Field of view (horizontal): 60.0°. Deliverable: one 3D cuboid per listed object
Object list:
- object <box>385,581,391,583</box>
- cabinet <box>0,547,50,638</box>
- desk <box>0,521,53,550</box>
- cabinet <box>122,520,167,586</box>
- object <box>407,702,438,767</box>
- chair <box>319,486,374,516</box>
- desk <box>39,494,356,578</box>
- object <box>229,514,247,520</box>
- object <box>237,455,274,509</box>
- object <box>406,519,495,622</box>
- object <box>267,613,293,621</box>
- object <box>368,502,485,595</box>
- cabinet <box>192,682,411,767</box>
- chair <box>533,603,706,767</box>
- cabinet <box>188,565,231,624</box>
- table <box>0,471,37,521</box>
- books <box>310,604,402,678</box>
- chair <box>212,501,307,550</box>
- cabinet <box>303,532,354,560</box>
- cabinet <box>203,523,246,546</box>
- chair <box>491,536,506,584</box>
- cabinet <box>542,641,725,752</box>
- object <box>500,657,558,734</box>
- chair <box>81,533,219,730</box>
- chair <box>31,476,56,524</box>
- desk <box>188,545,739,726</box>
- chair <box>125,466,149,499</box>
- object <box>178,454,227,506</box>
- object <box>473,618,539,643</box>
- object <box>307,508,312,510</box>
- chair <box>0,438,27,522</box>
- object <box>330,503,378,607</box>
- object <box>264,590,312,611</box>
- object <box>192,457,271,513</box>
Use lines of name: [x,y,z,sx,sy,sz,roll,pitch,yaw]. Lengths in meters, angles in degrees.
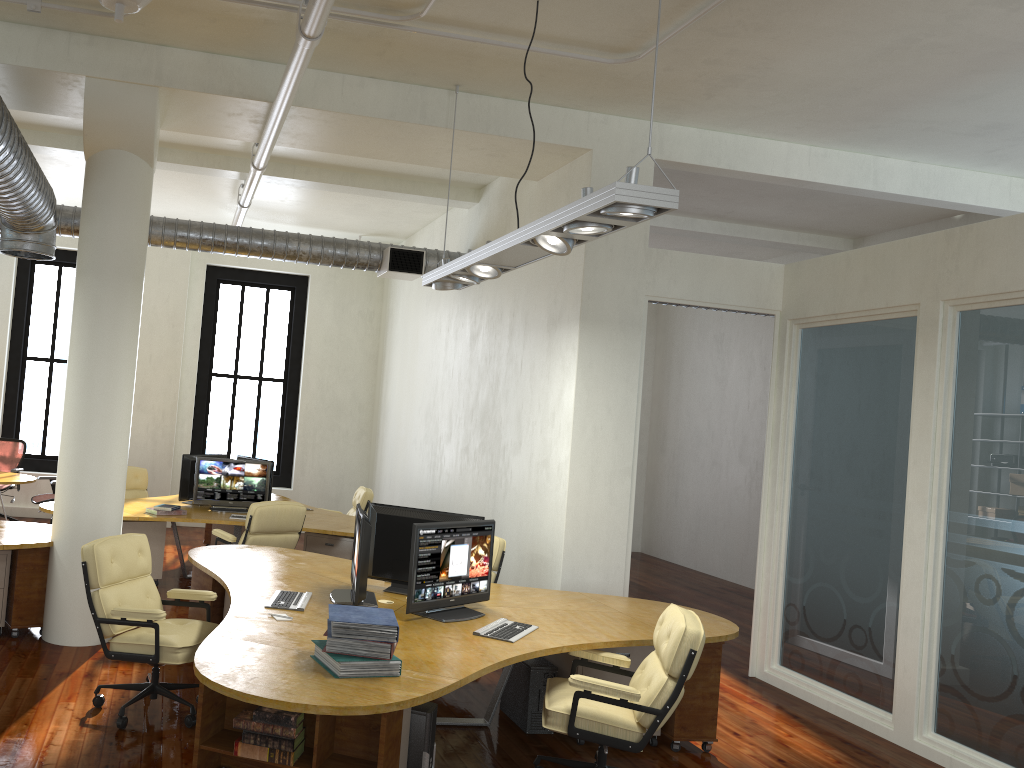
object: [-0.627,1.384,6.168,0.504,0.016,0.216,4,-3,17]
cabinet: [-4.116,1.524,6.872,0.807,0.708,0.970,6,-3,-39]
desk: [-5.554,1.358,6.297,3.777,0.734,3.597,4,-3,22]
cabinet: [-4.040,1.628,8.913,0.805,0.708,0.972,7,-3,-41]
object: [-0.646,1.853,4.618,0.508,0.411,0.170,4,-2,17]
chair: [-2.091,1.711,10.555,0.759,1.020,0.738,5,-2,-11]
desk: [-3.140,1.741,10.111,3.793,0.734,3.600,5,-3,-10]
object: [-2.606,1.353,8.946,0.473,0.016,0.231,5,-3,-3]
object: [-2.918,1.109,10.012,0.264,0.552,0.888,6,-3,-42]
object: [-0.347,1.095,5.276,0.320,0.552,0.730,3,-3,38]
object: [-1.267,1.269,4.845,0.102,0.015,0.145,6,-3,-29]
object: [-0.591,1.103,5.853,0.866,0.552,0.270,4,-2,22]
cabinet: [-0.904,1.660,4.164,0.935,0.708,0.842,4,-2,14]
chair: [0.530,1.643,4.610,0.812,1.020,0.689,4,-2,9]
cabinet: [-1.807,1.703,6.611,0.979,0.708,0.799,2,-3,44]
table: [-6.633,1.488,10.862,1.547,0.744,1.420,4,-3,10]
books: [-0.712,1.171,4.052,0.412,0.227,0.464,5,-3,-5]
chair: [-2.435,1.579,8.409,0.859,1.020,0.647,2,-3,44]
cabinet: [-1.614,1.838,9.107,0.952,0.708,0.826,4,-2,19]
cabinet: [-3.428,1.786,11.151,0.861,0.708,0.916,5,-2,-11]
chair: [-0.545,1.672,7.065,0.789,1.020,0.704,2,-3,44]
cabinet: [0.686,1.868,5.741,0.851,0.708,0.926,5,-2,-16]
object: [0.098,1.968,5.734,0.171,0.411,0.504,5,-2,-20]
chair: [-2.159,1.455,5.341,0.824,1.020,0.679,4,-2,14]
chair: [-7.822,1.073,8.546,1.042,1.157,7.157,3,-3,42]
desk: [-0.984,1.714,5.803,3.856,0.734,3.509,2,-4,44]
chair: [-4.516,1.505,10.470,0.649,1.020,0.857,6,-3,-41]
object: [-3.460,1.060,9.933,0.314,0.552,0.747,4,-3,21]
object: [-0.028,1.376,4.969,0.247,0.016,0.439,4,-3,22]
object: [-2.517,1.425,10.298,0.209,0.016,0.520,7,-3,-38]
chair: [-6.828,1.313,11.834,0.714,1.157,0.773,5,-2,-8]
object: [-0.965,1.055,5.505,0.285,0.552,0.823,5,-2,-10]
object: [-1.326,1.284,5.283,0.229,0.016,0.476,5,-3,-5]
object: [-2.981,1.077,9.449,0.764,0.552,0.307,5,-2,-18]
